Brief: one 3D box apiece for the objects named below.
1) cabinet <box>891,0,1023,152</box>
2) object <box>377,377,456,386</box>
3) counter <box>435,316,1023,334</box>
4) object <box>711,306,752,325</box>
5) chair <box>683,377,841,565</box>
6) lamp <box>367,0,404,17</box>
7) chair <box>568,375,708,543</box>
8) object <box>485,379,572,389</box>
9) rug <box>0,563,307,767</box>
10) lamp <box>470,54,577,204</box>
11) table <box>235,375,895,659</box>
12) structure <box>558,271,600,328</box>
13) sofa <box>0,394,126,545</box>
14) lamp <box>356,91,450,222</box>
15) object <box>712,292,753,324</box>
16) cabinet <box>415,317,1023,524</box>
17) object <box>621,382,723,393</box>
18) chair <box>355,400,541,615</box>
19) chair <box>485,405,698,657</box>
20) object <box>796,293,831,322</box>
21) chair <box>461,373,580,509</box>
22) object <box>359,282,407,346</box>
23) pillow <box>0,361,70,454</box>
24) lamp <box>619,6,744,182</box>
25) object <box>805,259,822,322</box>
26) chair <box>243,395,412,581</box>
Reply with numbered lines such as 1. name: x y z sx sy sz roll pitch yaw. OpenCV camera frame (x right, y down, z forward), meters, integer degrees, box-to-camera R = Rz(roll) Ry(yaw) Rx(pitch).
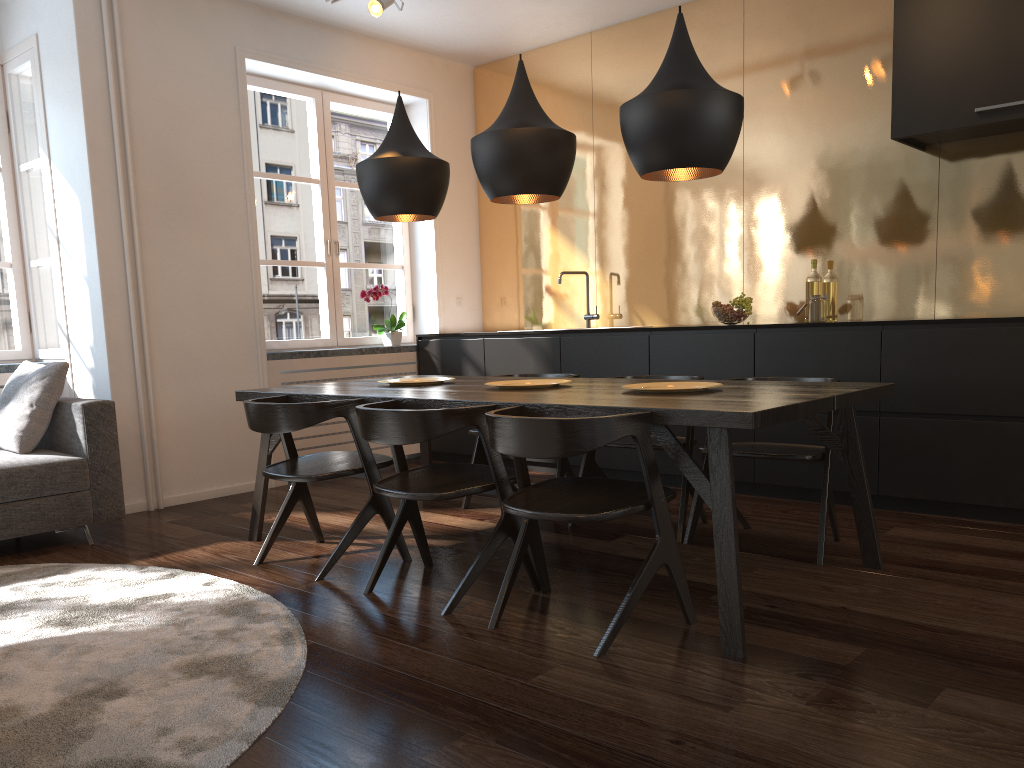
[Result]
1. cabinet: 2.643 -1.674 3.606 1.951 1.060 0.528 2 8 41
2. object: -0.434 -0.010 4.018 0.355 0.017 0.354 2 5 45
3. counter: 1.467 -0.326 4.747 5.049 0.002 0.728 1 5 41
4. object: 1.198 -0.371 4.821 0.218 0.098 0.217 -2 4 -1
5. chair: 1.056 0.323 3.596 0.592 0.677 0.516 3 8 41
6. lamp: -0.655 -1.999 4.567 0.085 0.242 0.249 2 7 29
7. chair: 0.600 0.312 3.997 0.592 0.677 0.516 3 8 40
8. object: 0.067 0.001 3.578 0.355 0.017 0.353 0 4 22
9. rug: -1.988 0.847 2.284 2.836 0.012 2.816 0 4 21
10. lamp: 0.042 -0.992 3.422 0.411 0.546 0.407 0 7 18
11. table: 0.066 0.353 3.588 2.495 0.685 1.100 2 6 41
12. structure: 0.438 -0.542 5.769 0.265 0.389 0.109 -6 9 -32
13. sofa: -2.830 0.497 2.998 2.035 0.678 3.050 2 5 42
14. lamp: -0.481 -1.004 3.882 0.410 0.546 0.408 -4 7 -15
15. object: 1.196 -0.409 4.798 0.239 0.174 0.176 1 6 26
16. cabinet: 1.482 0.123 4.809 5.052 0.908 0.728 1 7 41
17. object: 0.567 0.013 3.138 0.355 0.017 0.354 2 5 45
18. chair: -0.254 0.400 3.115 0.591 0.677 0.516 4 8 42
19. chair: 0.205 0.411 2.712 0.592 0.677 0.516 3 8 40
20. object: 1.606 -0.406 4.704 0.176 0.153 0.087 0 7 19
21. chair: 0.086 0.298 4.486 0.592 0.677 0.516 3 8 38
22. object: -0.860 -0.476 6.039 0.229 0.441 0.402 0 6 18
23. pillow: -2.305 0.104 4.161 0.493 0.418 0.284 3 8 40
24. lamp: 0.565 -0.979 2.962 0.411 0.546 0.407 -2 6 -1
25. object: 1.657 -0.512 4.855 0.092 0.343 0.091 -1 8 9
26. chair: -0.769 0.388 3.561 0.592 0.677 0.516 3 8 40
